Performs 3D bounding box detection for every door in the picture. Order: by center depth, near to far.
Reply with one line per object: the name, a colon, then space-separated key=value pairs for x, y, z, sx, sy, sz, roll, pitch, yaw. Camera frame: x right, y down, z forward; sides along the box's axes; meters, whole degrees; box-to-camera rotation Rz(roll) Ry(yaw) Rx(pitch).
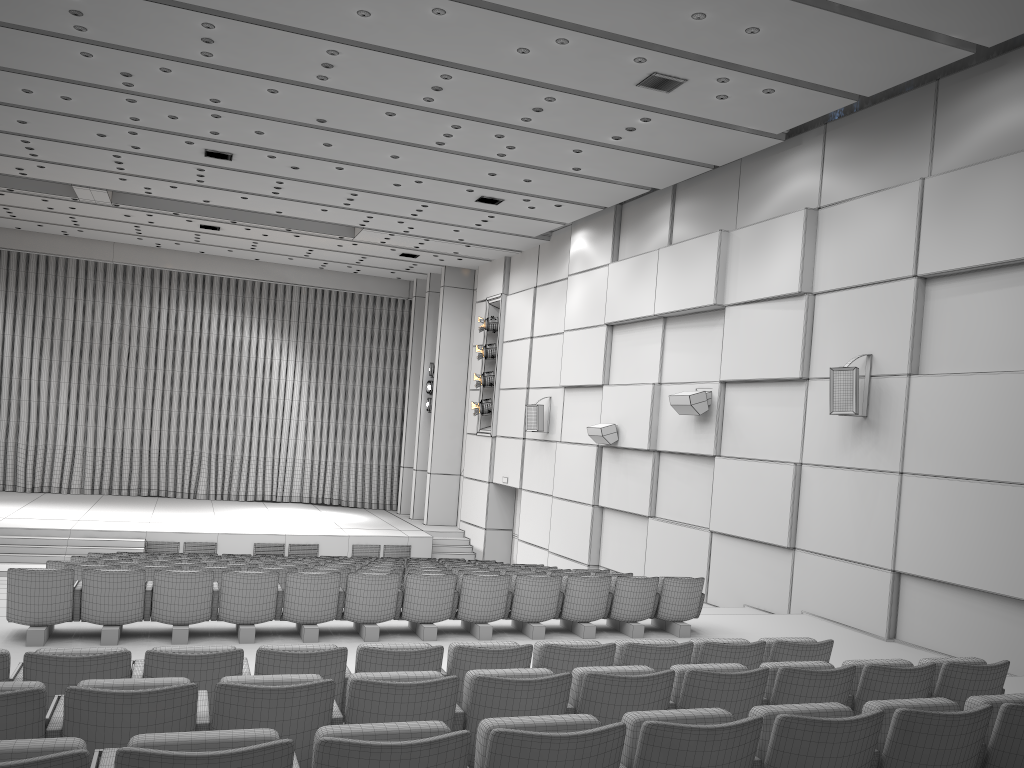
door: x=0.290 y=3.420 z=20.021 sx=0.086 sy=2.179 sz=1.696 roll=4 pitch=0 yaw=-20

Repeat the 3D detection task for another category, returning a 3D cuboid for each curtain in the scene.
curtain: x=-10.683 y=-0.230 z=23.575 sx=16.160 sy=6.522 sz=1.426 roll=5 pitch=1 yaw=-20

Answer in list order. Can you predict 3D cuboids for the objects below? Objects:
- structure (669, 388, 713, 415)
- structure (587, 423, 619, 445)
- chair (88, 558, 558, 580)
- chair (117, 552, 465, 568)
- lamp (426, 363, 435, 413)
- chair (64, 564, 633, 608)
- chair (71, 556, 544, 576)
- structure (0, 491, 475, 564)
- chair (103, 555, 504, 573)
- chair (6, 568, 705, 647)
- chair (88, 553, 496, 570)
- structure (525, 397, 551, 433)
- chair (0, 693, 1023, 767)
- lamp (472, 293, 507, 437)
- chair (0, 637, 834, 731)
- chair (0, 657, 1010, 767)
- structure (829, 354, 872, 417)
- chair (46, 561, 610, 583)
structure: x=2.654 y=0.253 z=13.071 sx=0.472 sy=0.417 sz=0.519 roll=5 pitch=-1 yaw=-24
structure: x=1.624 y=0.838 z=15.410 sx=0.471 sy=0.417 sz=0.519 roll=5 pitch=-1 yaw=-23
chair: x=-2.234 y=2.618 z=11.600 sx=6.061 sy=0.622 sz=0.611 roll=5 pitch=-1 yaw=-20
chair: x=-3.757 y=3.327 z=15.758 sx=6.061 sy=0.622 sz=0.611 roll=5 pitch=-1 yaw=-20
lamp: x=-2.025 y=0.103 z=23.114 sx=0.437 sy=1.478 sz=0.384 roll=4 pitch=1 yaw=-24
chair: x=-1.457 y=2.265 z=9.530 sx=6.061 sy=0.622 sz=0.611 roll=5 pitch=-1 yaw=-20
chair: x=-2.639 y=2.793 z=12.629 sx=6.612 sy=0.622 sz=0.611 roll=5 pitch=-1 yaw=-20
structure: x=-9.831 y=3.376 z=20.711 sx=17.852 sy=0.846 sz=8.307 roll=5 pitch=-3 yaw=-20
chair: x=-3.011 y=2.971 z=13.670 sx=6.061 sy=0.622 sz=0.611 roll=5 pitch=-1 yaw=-20
chair: x=-1.085 y=2.087 z=8.489 sx=6.613 sy=0.622 sz=0.611 roll=5 pitch=-1 yaw=-20
chair: x=-3.415 y=3.145 z=14.699 sx=6.612 sy=0.622 sz=0.611 roll=5 pitch=-1 yaw=-20
structure: x=0.526 y=0.610 z=17.939 sx=0.408 sy=0.744 sz=0.411 roll=4 pitch=0 yaw=27
chair: x=-3.259 y=1.128 z=1.896 sx=13.224 sy=0.622 sz=0.611 roll=5 pitch=-1 yaw=-20
lamp: x=-0.507 y=-0.423 z=20.924 sx=0.757 sy=3.342 sz=1.019 roll=4 pitch=1 yaw=-24
chair: x=-4.036 y=1.481 z=3.966 sx=13.224 sy=0.622 sz=0.611 roll=5 pitch=-1 yaw=-20
chair: x=-3.622 y=1.307 z=2.940 sx=13.775 sy=0.622 sz=0.611 roll=5 pitch=-1 yaw=-20
structure: x=3.906 y=0.004 z=10.238 sx=0.408 sy=0.744 sz=0.411 roll=4 pitch=0 yaw=27
chair: x=-1.862 y=2.440 z=10.559 sx=6.612 sy=0.622 sz=0.611 roll=5 pitch=-1 yaw=-20
